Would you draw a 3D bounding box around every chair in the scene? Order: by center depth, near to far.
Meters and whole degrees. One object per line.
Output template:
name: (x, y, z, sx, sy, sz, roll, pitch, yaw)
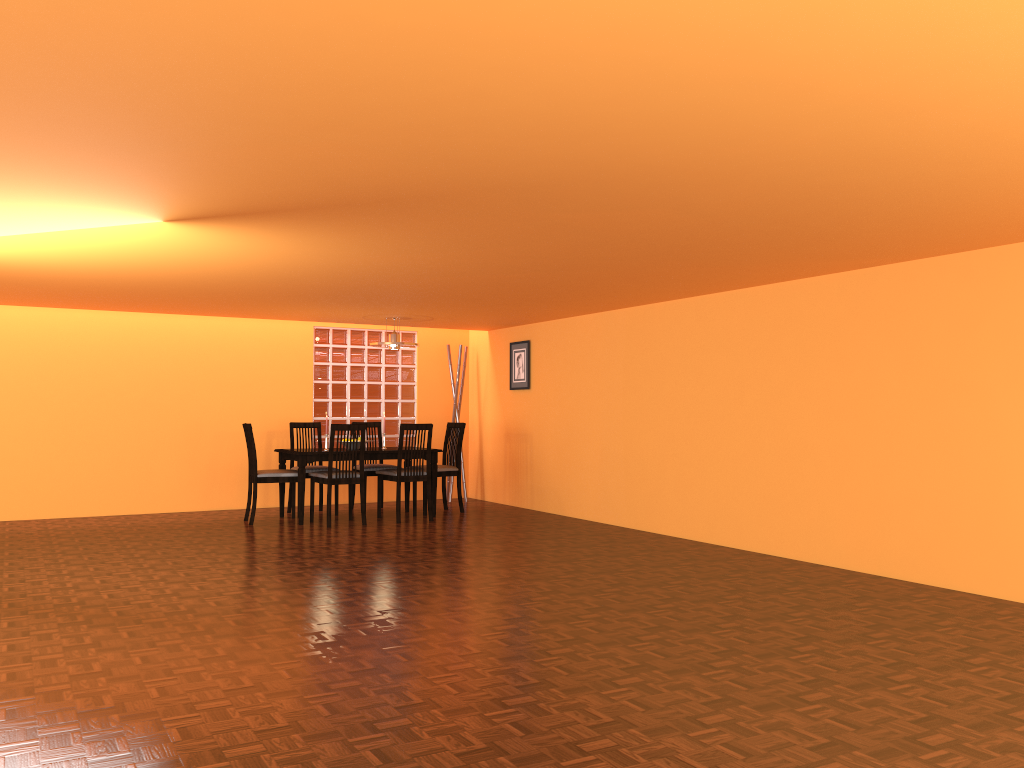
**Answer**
chair: (-1.380, 0.721, 7.104, 0.373, 0.809, 0.465, 1, -2, -29)
chair: (-1.952, 0.723, 7.219, 0.465, 0.809, 0.373, 1, -2, -24)
chair: (-0.878, 0.731, 7.388, 0.373, 0.809, 0.465, 1, -2, -29)
chair: (-1.756, 0.741, 7.771, 0.373, 0.809, 0.465, 1, -2, -29)
chair: (-0.674, 0.749, 7.931, 0.465, 0.809, 0.373, 1, -2, -34)
chair: (-1.254, 0.751, 8.055, 0.373, 0.809, 0.465, 1, -2, -29)

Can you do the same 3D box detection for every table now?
table: (-1.308, 0.848, 7.547, 1.259, 0.584, 0.697, 1, -2, -29)

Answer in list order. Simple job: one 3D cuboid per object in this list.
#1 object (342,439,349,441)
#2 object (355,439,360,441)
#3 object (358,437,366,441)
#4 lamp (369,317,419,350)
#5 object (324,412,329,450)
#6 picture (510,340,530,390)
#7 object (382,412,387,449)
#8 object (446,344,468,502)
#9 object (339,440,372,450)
object: (-1.404, 0.482, 7.470, 0.046, 0.046, 0.055, -2, -2, 43)
object: (-1.304, 0.496, 7.509, 0.055, 0.070, 0.066, -1, -2, 42)
object: (-1.287, 0.485, 7.587, 0.069, 0.066, 0.069, 1, -2, -20)
lamp: (-1.027, -0.439, 7.744, 0.435, 0.274, 0.435, 0, -2, -7)
object: (-1.537, 0.386, 7.352, 0.044, 0.326, 0.044, 2, -2, -41)
picture: (0.071, -0.174, 8.361, 0.014, 0.456, 0.361, 1, -2, -29)
object: (-1.106, 0.398, 7.692, 0.044, 0.326, 0.044, 2, -2, -41)
object: (-0.548, 0.394, 8.928, 0.226, 1.589, 0.308, 0, -2, -7)
object: (-1.349, 0.520, 7.548, 0.337, 0.072, 0.337, -1, -2, 27)
